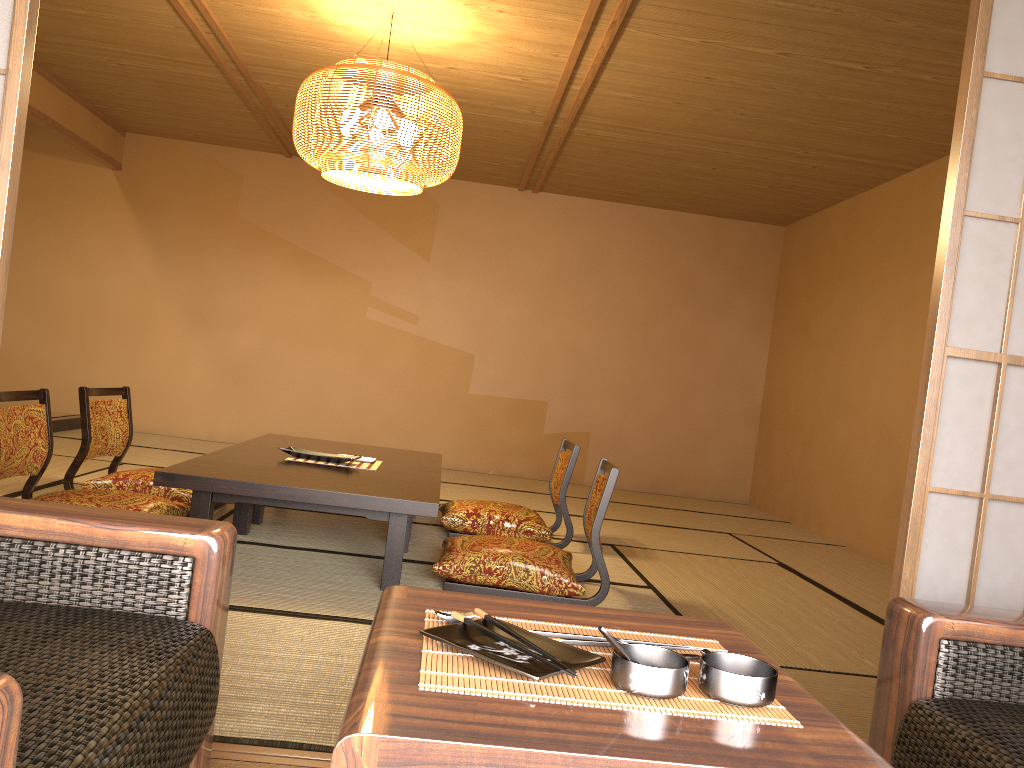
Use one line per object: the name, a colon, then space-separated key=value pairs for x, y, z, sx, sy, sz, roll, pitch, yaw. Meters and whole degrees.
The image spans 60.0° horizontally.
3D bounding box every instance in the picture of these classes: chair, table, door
chair: x=-1.748 y=0.321 z=4.389 sx=0.687 sy=0.547 sz=0.582 roll=7 pitch=1 yaw=0
table: x=-0.808 y=0.536 z=3.618 sx=0.995 sy=0.357 sz=0.994 roll=7 pitch=0 yaw=-4
table: x=-0.882 y=0.526 z=4.609 sx=0.995 sy=0.357 sz=0.994 roll=7 pitch=0 yaw=-4
chair: x=0.060 y=0.551 z=3.613 sx=0.687 sy=0.547 sz=0.582 roll=7 pitch=1 yaw=0
door: x=1.373 y=0.017 z=1.924 sx=0.992 sy=1.935 sz=0.040 roll=7 pitch=1 yaw=-4
door: x=-1.483 y=-0.345 z=1.707 sx=0.992 sy=1.935 sz=0.040 roll=7 pitch=1 yaw=-4
table: x=0.063 y=0.577 z=1.058 sx=0.540 sy=0.500 sz=0.540 roll=7 pitch=1 yaw=-4
chair: x=-0.870 y=0.322 z=1.021 sx=0.944 sy=0.779 sz=0.872 roll=7 pitch=1 yaw=-4
chair: x=1.105 y=0.572 z=1.171 sx=0.944 sy=0.779 sz=0.872 roll=7 pitch=1 yaw=-4
chair: x=-1.682 y=0.330 z=3.539 sx=0.699 sy=0.547 sz=0.582 roll=7 pitch=1 yaw=-5
chair: x=-0.025 y=0.539 z=4.696 sx=0.699 sy=0.547 sz=0.582 roll=7 pitch=1 yaw=-5

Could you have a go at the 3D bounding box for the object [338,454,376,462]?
object: x=-0.741 y=0.355 z=4.209 sx=0.180 sy=0.014 sz=0.130 roll=7 pitch=0 yaw=-2

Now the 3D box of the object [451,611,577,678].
object: x=-0.003 y=0.297 z=1.021 sx=0.006 sy=0.007 sz=0.230 roll=7 pitch=0 yaw=-39

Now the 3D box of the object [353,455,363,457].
object: x=-0.735 y=0.350 z=4.223 sx=0.050 sy=0.018 sz=0.015 roll=7 pitch=1 yaw=-7

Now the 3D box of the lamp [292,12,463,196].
lamp: x=-0.617 y=-1.370 z=4.243 sx=0.798 sy=0.826 sz=0.799 roll=7 pitch=1 yaw=20

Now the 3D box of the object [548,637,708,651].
object: x=0.145 y=0.331 z=1.127 sx=0.230 sy=0.007 sz=0.006 roll=7 pitch=1 yaw=-15

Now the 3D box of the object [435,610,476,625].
object: x=-0.073 y=0.297 z=1.120 sx=0.050 sy=0.018 sz=0.015 roll=7 pitch=1 yaw=-18

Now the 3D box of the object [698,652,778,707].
object: x=0.250 y=0.329 z=0.983 sx=0.084 sy=0.037 sz=0.084 roll=7 pitch=0 yaw=24

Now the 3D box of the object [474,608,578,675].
object: x=0.011 y=0.299 z=1.040 sx=0.006 sy=0.007 sz=0.230 roll=7 pitch=0 yaw=-30

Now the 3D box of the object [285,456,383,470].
object: x=-0.814 y=0.354 z=4.109 sx=0.401 sy=0.003 sz=0.398 roll=7 pitch=0 yaw=-4

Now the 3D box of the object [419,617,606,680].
object: x=-0.001 y=0.308 z=1.027 sx=0.181 sy=0.015 sz=0.131 roll=7 pitch=0 yaw=41

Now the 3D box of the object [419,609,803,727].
object: x=0.093 y=0.328 z=1.053 sx=0.401 sy=0.003 sz=0.300 roll=7 pitch=0 yaw=-4

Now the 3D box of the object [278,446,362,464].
object: x=-0.870 y=0.326 z=4.020 sx=0.349 sy=0.039 sz=0.129 roll=7 pitch=0 yaw=9

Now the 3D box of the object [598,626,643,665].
object: x=0.134 y=0.291 z=0.956 sx=0.117 sy=0.068 sz=0.038 roll=7 pitch=1 yaw=-39

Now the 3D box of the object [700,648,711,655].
object: x=0.254 y=0.339 z=1.079 sx=0.050 sy=0.018 sz=0.015 roll=7 pitch=1 yaw=38

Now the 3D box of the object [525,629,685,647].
object: x=0.113 y=0.327 z=1.141 sx=0.230 sy=0.007 sz=0.006 roll=7 pitch=1 yaw=-9

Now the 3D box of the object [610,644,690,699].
object: x=0.151 y=0.316 z=0.973 sx=0.084 sy=0.037 sz=0.084 roll=7 pitch=0 yaw=-12

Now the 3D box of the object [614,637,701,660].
object: x=0.177 y=0.325 z=1.089 sx=0.130 sy=0.026 sz=0.038 roll=7 pitch=0 yaw=-20
